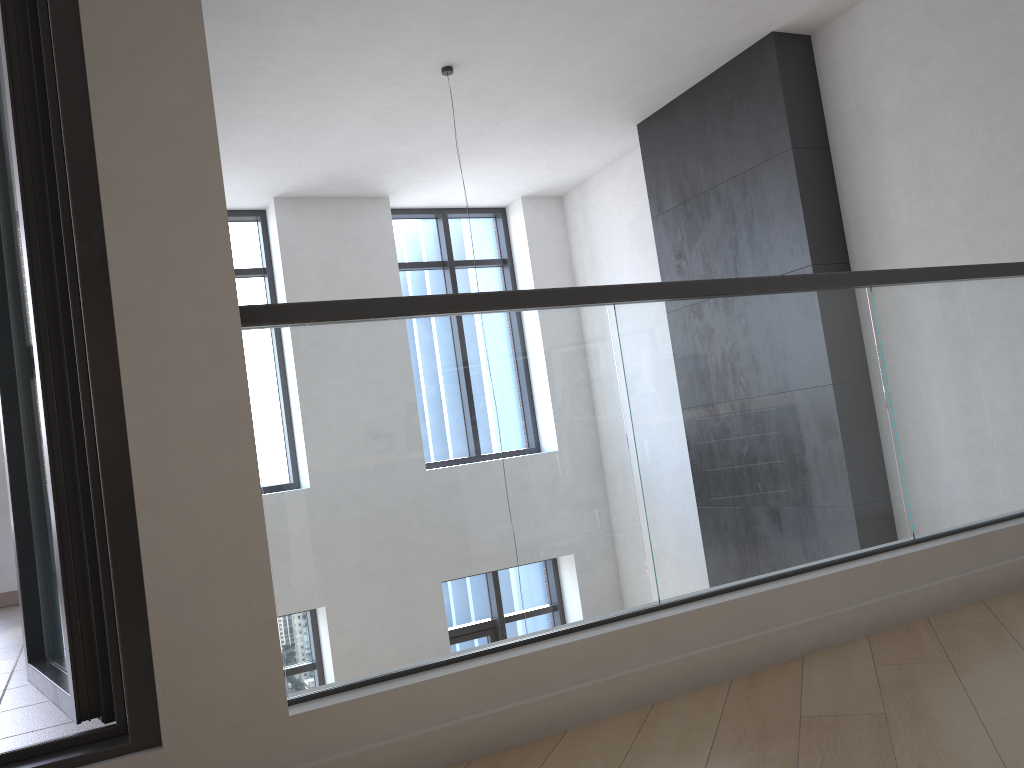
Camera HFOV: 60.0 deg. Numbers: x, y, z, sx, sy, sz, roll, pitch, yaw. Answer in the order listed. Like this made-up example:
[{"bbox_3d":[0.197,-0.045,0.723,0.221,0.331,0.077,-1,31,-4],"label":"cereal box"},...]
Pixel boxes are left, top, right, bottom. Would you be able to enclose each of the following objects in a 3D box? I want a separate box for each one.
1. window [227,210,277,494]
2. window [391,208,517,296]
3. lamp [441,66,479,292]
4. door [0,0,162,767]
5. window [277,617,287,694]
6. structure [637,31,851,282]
[{"bbox_3d":[-2.555,-0.235,7.300,1.310,2.402,0.170,-6,-4,-26],"label":"window"},{"bbox_3d":[-0.508,-0.458,8.324,1.310,2.402,0.170,-6,-4,-26],"label":"window"},{"bbox_3d":[-0.070,0.328,5.183,1.000,4.513,1.000,-6,-4,-25],"label":"lamp"},{"bbox_3d":[-1.486,-0.402,2.093,0.905,2.500,0.924,-6,-4,-26],"label":"door"},{"bbox_3d":[-2.079,3.072,7.067,1.310,2.402,0.170,-6,-4,-26],"label":"window"},{"bbox_3d":[1.697,1.055,5.904,0.722,6.351,1.500,-6,-4,-26],"label":"structure"}]
